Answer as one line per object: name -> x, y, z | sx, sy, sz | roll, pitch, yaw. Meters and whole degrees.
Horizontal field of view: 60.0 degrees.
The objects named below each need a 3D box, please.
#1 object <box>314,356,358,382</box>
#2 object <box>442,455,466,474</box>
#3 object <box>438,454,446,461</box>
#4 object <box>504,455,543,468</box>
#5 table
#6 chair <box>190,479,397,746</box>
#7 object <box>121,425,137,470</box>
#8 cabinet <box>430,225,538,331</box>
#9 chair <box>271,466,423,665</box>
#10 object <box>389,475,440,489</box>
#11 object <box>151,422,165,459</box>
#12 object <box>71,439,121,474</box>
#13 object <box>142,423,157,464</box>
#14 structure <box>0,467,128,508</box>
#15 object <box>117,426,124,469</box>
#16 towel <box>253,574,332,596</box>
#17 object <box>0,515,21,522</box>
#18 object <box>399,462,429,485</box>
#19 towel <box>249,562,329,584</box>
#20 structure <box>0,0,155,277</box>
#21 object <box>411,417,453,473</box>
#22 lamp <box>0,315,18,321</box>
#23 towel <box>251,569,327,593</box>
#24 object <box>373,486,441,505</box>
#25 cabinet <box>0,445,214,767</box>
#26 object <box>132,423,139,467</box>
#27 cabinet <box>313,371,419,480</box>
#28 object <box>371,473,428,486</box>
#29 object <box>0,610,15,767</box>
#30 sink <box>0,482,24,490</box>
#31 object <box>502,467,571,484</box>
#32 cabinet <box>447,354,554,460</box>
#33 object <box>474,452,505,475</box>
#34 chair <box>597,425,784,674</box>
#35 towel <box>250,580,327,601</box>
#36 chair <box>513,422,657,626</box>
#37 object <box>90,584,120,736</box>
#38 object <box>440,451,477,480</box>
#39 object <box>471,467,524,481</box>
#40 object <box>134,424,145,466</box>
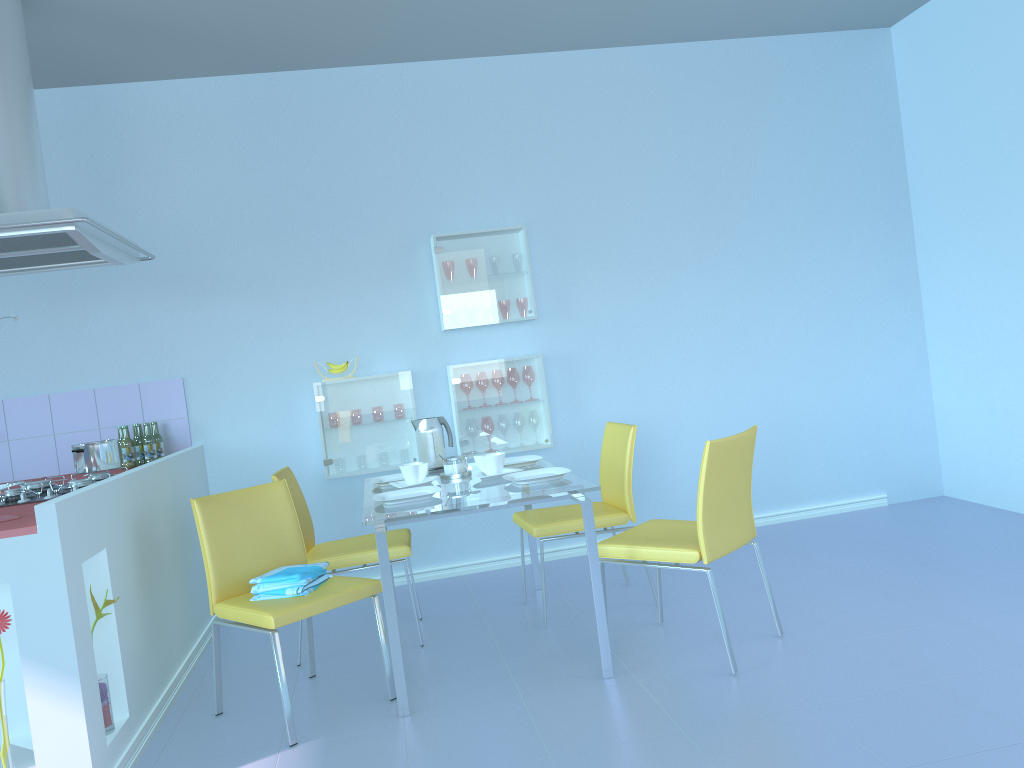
object -> -0.820, -0.068, 4.164 | 0.203, 0.100, 0.077 | -8, 2, -16
object -> -0.221, 0.317, 3.419 | 0.087, 0.071, 0.090 | -9, 2, -44
object -> -0.246, 0.303, 3.398 | 0.077, 0.079, 0.023 | -9, 2, -44
object -> 0.007, 0.315, 3.548 | 0.228, 0.020, 0.228 | -8, 2, -12
table -> -0.139, 0.650, 3.253 | 0.730, 0.590, 1.173 | -7, 2, -9
chair -> -0.709, 0.676, 2.807 | 0.484, 0.695, 0.387 | -6, 2, 45
object -> -1.672, 0.275, 3.857 | 0.052, 0.190, 0.052 | -9, 2, -44
cabinet -> -0.135, -0.507, 4.260 | 0.450, 0.450, 0.173 | -7, 2, -9
chair -> -0.631, 0.650, 3.434 | 0.484, 0.695, 0.387 | -7, 2, -6
object -> -0.345, 0.368, 3.274 | 0.190, 0.020, 0.194 | -8, 2, -18
object -> -1.583, 0.263, 3.951 | 0.052, 0.187, 0.052 | -7, 2, 10
object -> -1.535, 0.267, 3.275 | 0.157, 0.106, 0.170 | -8, 2, -26
object -> -1.588, 0.265, 3.882 | 0.052, 0.187, 0.052 | -7, 2, 10
structure -> -1.607, 0.358, 3.105 | 0.500, 0.047, 0.600 | -7, 2, -9
object -> -1.712, 0.279, 3.909 | 0.052, 0.190, 0.052 | -9, 2, -44
towel -> -0.695, 0.631, 2.800 | 0.195, 0.024, 0.201 | -7, 2, 16
object -> -1.479, 0.382, 2.368 | 0.151, 0.006, 0.269 | -6, 2, 43
object -> -0.362, 0.337, 3.267 | 0.091, 0.083, 0.111 | -8, 2, -27
towel -> -0.703, 0.600, 2.802 | 0.195, 0.033, 0.190 | -7, 2, 17
structure -> -1.757, -0.879, 3.073 | 0.695, 0.962, 0.895 | -7, 2, -9
object -> -0.336, 0.253, 3.713 | 0.132, 0.222, 0.146 | -6, 2, 33
lamp -> -2.211, -0.246, 3.819 | 0.037, 0.134, 0.400 | -7, 2, -9
towel -> -0.700, 0.616, 2.799 | 0.195, 0.027, 0.192 | -7, 2, 12
object -> -0.352, 0.376, 2.978 | 0.228, 0.020, 0.228 | -8, 2, -12
cabinet -> -2.303, 0.828, 2.930 | 2.200, 0.800, 2.139 | -7, 2, -9
object -> -1.669, 0.272, 3.966 | 0.052, 0.190, 0.052 | -9, 2, -44
cabinet -> -0.675, 0.189, 4.179 | 0.450, 0.450, 0.173 | -7, 2, -9
object -> -0.440, 0.374, 3.484 | 0.228, 0.020, 0.228 | -7, 2, -7
object -> -1.278, 0.774, 2.219 | 0.090, 0.427, 0.054 | -7, 2, 23
sink -> -2.242, 0.534, 3.691 | 0.326, 0.172, 0.428 | -7, 2, -9
object -> 0.085, 0.318, 3.057 | 0.228, 0.020, 0.228 | -8, 2, -12
cabinet -> -0.057, 0.108, 4.276 | 0.450, 0.450, 0.173 | -7, 2, -9
object -> -0.070, 0.300, 3.265 | 0.091, 0.083, 0.111 | -8, 2, -37
chair -> 0.563, 0.512, 2.895 | 0.484, 0.695, 0.387 | -6, 2, 39
towel -> -0.698, 0.645, 2.798 | 0.195, 0.024, 0.201 | -7, 2, 11
chair -> 0.276, 0.531, 3.552 | 0.484, 0.695, 0.387 | -8, 2, -11
object -> -1.159, 0.755, 2.437 | 0.067, 0.423, 0.229 | -7, 2, 22
object -> -0.201, 0.315, 3.426 | 0.166, 0.081, 0.123 | -8, 2, -17
object -> -0.077, 0.334, 3.257 | 0.190, 0.020, 0.194 | -8, 2, -28
object -> -1.638, 0.271, 3.914 | 0.052, 0.187, 0.052 | -7, 2, 10
